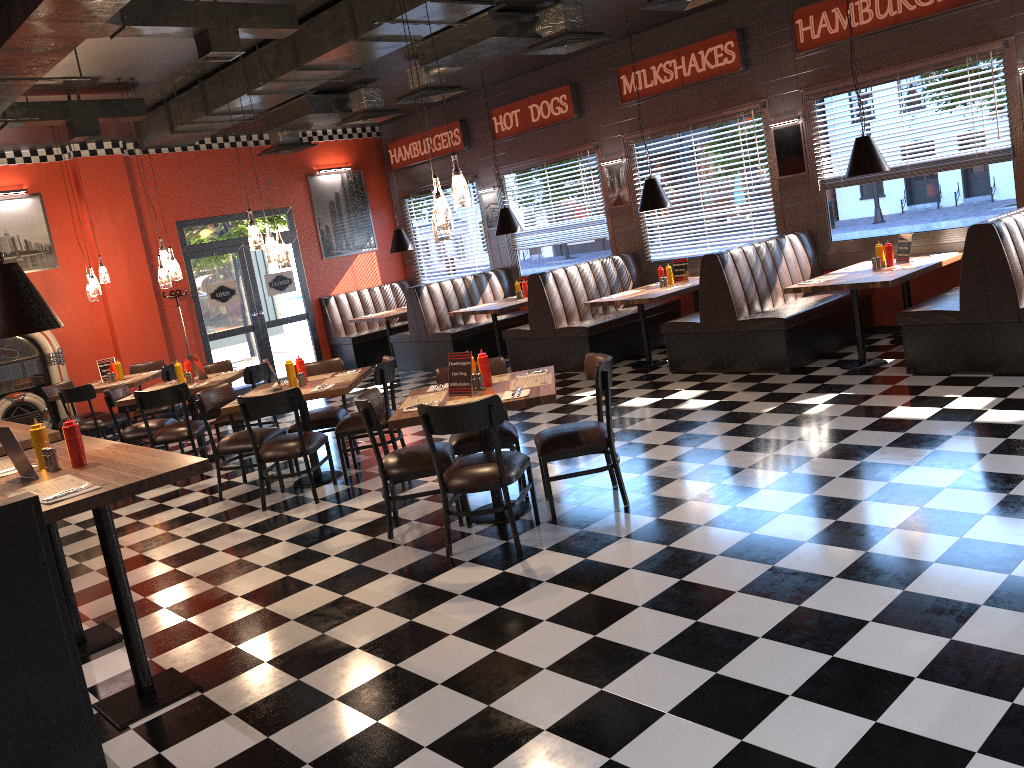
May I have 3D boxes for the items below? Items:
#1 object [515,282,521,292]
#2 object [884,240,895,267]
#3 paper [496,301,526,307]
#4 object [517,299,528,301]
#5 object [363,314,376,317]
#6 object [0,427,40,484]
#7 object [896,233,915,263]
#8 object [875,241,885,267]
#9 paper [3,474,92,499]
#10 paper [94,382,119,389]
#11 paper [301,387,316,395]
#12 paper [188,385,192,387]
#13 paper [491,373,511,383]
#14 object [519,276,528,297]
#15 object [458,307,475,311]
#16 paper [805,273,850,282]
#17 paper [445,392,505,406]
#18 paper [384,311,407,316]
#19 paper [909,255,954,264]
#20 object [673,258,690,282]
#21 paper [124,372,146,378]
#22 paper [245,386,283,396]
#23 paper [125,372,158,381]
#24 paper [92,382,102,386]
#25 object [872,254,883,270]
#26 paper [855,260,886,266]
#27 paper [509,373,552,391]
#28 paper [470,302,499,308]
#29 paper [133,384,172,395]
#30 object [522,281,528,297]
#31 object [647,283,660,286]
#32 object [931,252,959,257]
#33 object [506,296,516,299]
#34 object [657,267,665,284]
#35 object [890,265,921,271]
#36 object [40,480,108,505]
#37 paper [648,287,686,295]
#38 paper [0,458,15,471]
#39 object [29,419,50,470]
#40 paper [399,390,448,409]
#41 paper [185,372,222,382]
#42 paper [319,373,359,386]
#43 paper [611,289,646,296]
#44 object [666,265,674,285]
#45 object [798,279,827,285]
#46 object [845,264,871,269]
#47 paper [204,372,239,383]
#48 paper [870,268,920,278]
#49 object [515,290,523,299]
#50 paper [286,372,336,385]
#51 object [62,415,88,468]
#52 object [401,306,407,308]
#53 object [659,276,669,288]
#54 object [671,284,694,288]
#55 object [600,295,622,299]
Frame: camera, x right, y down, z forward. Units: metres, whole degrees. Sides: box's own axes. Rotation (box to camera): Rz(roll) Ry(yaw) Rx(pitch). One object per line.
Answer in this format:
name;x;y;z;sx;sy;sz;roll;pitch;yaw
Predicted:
object;0.081;-1.241;11.601;0.068;0.236;0.068;-5;9;32
object;3.404;-1.179;7.996;0.068;0.236;0.068;-4;10;35
paper;0.018;-0.999;10.998;0.368;0.001;0.261;-18;13;-39
object;0.166;-1.066;11.174;0.255;0.019;0.158;0;14;44
object;-2.121;-1.015;13.137;0.158;0.019;0.255;-19;13;-40
object;-2.190;0.303;3.906;0.188;0.255;0.073;-3;11;40
object;3.593;-1.244;8.115;0.072;0.255;0.189;-12;9;-11
object;3.355;-1.185;8.076;0.068;0.236;0.068;-4;10;35
paper;-1.920;0.431;3.653;0.262;0.001;0.365;-18;13;-38
paper;-4.519;0.031;9.722;0.365;0.001;0.263;-9;10;3
paper;-1.666;0.074;6.679;0.365;0.001;0.263;-10;10;2
paper;-3.139;0.051;8.256;0.365;0.001;0.263;-9;10;5
paper;-0.191;-0.018;5.743;0.365;0.001;0.263;-9;10;3
object;0.192;-1.301;11.772;0.188;0.255;0.073;-7;8;18
object;-0.568;-0.960;11.308;0.158;0.019;0.255;-17;12;-35
paper;2.853;-0.963;8.009;0.368;0.001;0.261;-18;13;-38
paper;-0.212;0.100;5.108;0.365;0.001;0.263;-9;10;6
paper;-1.630;-1.023;12.748;0.261;0.001;0.368;0;14;45
paper;3.795;-1.126;7.989;0.368;0.001;0.261;-18;13;-39
object;1.906;-1.287;10.013;0.188;0.255;0.073;-3;10;38
paper;-4.505;-0.090;10.385;0.365;0.001;0.263;-9;10;3
paper;-1.992;0.072;7.009;0.261;0.001;0.368;-9;10;5
paper;-4.206;-0.079;10.028;0.261;0.001;0.368;-10;10;3
paper;-4.838;0.027;10.058;0.261;0.001;0.368;-9;10;6
object;3.281;-1.101;7.977;0.094;0.135;0.047;-13;8;-16
paper;3.457;-1.164;8.531;0.368;0.001;0.261;-19;14;-42
paper;0.117;-0.014;5.418;0.261;0.001;0.368;-9;10;4
paper;-0.371;-1.024;11.515;0.368;0.001;0.261;-18;13;-39
paper;-3.475;0.049;8.596;0.261;0.001;0.368;-10;10;3
object;0.173;-1.257;11.602;0.068;0.236;0.068;-5;9;32
object;1.685;-1.150;10.149;0.255;0.019;0.158;0;14;44
object;3.960;-1.194;8.157;0.158;0.019;0.255;-18;13;-39
object;0.054;-1.171;11.867;0.158;0.019;0.255;-19;13;-41
object;1.660;-1.204;9.846;0.068;0.236;0.068;-13;8;-18
object;3.387;-1.004;7.663;0.255;0.019;0.158;0;14;44
object;-1.718;0.419;3.480;0.157;0.019;0.257;0;14;45
paper;1.628;-0.975;9.282;0.261;0.001;0.368;0;14;45
paper;-2.558;0.415;4.371;0.262;0.001;0.365;-18;13;-38
object;-2.187;0.275;4.114;0.068;0.236;0.068;-7;8;23
paper;-0.542;0.096;5.454;0.261;0.001;0.368;-9;10;4
paper;-3.129;-0.065;8.892;0.365;0.001;0.263;-10;10;2
paper;-1.360;-0.036;6.991;0.261;0.001;0.368;-10;10;2
paper;1.283;-1.011;9.820;0.368;0.001;0.261;-19;13;-40
object;1.752;-1.222;9.854;0.068;0.236;0.068;-13;8;-18
object;2.664;-0.903;7.810;0.158;0.019;0.255;-17;12;-34
object;3.281;-1.110;8.358;0.158;0.019;0.255;-19;13;-41
paper;-2.815;-0.063;8.573;0.261;0.001;0.368;-10;10;3
paper;3.237;-0.937;7.489;0.368;0.001;0.261;-18;13;-39
object;0.090;-1.172;11.510;0.093;0.135;0.047;-7;8;18
paper;-1.665;-0.045;7.343;0.365;0.001;0.263;-10;10;2
object;-1.987;0.257;4.018;0.068;0.236;0.068;-7;8;23
object;-1.578;-1.197;13.615;0.255;0.019;0.158;0;14;43
object;1.668;-1.137;9.762;0.094;0.135;0.047;-13;8;-16
object;1.799;-1.046;9.455;0.158;0.019;0.255;-19;13;-42
object;1.087;-0.949;9.618;0.158;0.019;0.255;-18;13;-40
